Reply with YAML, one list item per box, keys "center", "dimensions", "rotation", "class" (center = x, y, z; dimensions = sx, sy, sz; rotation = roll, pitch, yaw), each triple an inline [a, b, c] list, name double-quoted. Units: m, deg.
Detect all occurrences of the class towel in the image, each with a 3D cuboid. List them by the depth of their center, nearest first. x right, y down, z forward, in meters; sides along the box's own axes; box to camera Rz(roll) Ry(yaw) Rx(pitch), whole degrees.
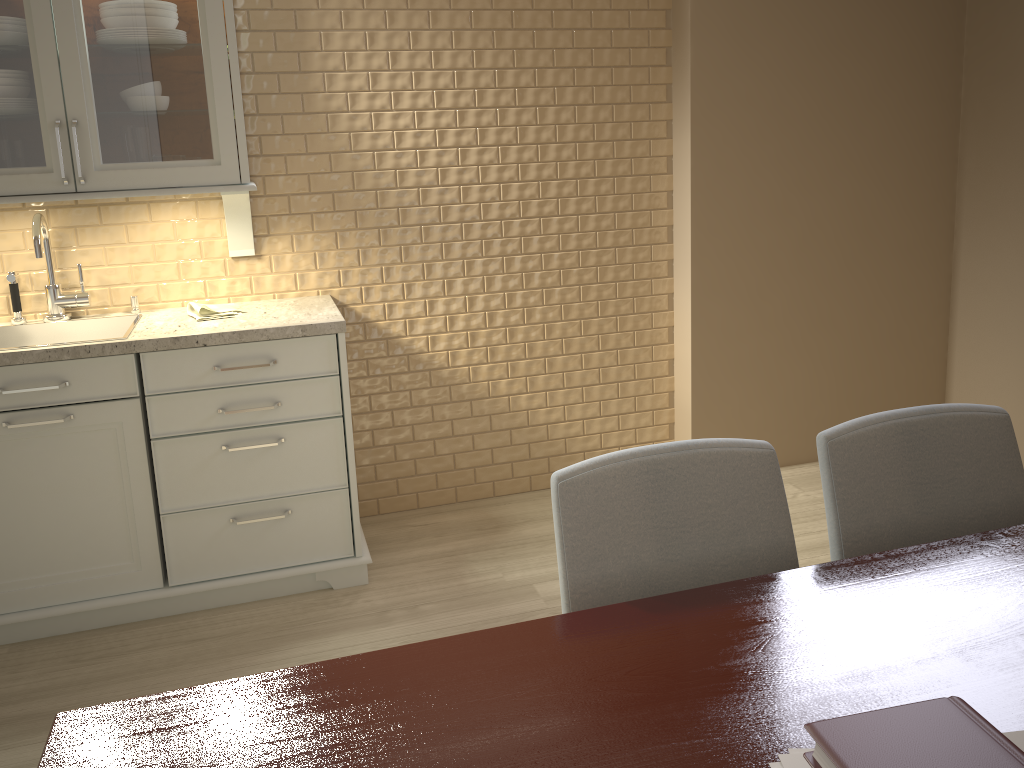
- center: [-0.899, -0.229, 2.707]
  dimensions: [0.165, 0.050, 0.173]
  rotation: [-11, 17, -29]
  class: "towel"

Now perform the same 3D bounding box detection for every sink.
- center: [-1.323, 0.056, 2.552]
  dimensions: [0.485, 0.409, 0.385]
  rotation: [-6, 14, -16]
  class: "sink"

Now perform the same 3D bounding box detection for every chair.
- center: [0.316, 0.551, 1.213]
  dimensions: [0.400, 0.816, 0.512]
  rotation: [-6, 13, -15]
  class: "chair"
- center: [0.753, 0.499, 1.336]
  dimensions: [0.400, 0.816, 0.512]
  rotation: [-6, 13, -15]
  class: "chair"

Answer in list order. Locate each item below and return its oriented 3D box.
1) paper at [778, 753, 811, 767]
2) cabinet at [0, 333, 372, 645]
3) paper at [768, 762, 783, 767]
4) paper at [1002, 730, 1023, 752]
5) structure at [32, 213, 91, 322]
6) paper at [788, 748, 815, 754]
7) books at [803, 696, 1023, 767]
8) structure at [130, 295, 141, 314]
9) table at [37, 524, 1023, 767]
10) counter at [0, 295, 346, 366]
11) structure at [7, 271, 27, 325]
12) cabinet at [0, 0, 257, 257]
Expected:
- center: [0.374, 0.403, 0.742]
  dimensions: [0.210, 0.001, 0.295]
  rotation: [-3, 15, -1]
  class: "paper"
- center: [-1.586, 0.275, 2.602]
  dimensions: [2.223, 0.782, 0.646]
  rotation: [-7, 13, -16]
  class: "cabinet"
- center: [0.374, 0.405, 0.742]
  dimensions: [0.210, 0.001, 0.295]
  rotation: [-4, 15, -6]
  class: "paper"
- center: [0.616, 0.388, 0.774]
  dimensions: [0.210, 0.001, 0.295]
  rotation: [-4, 15, -6]
  class: "paper"
- center: [-1.373, -0.343, 2.640]
  dimensions: [0.142, 0.332, 0.214]
  rotation: [-4, 12, -6]
  class: "structure"
- center: [0.374, 0.404, 0.742]
  dimensions: [0.210, 0.001, 0.295]
  rotation: [-1, 15, 4]
  class: "paper"
- center: [0.355, 0.330, 0.713]
  dimensions: [0.165, 0.032, 0.185]
  rotation: [-5, 15, -10]
  class: "books"
- center: [-1.195, -0.251, 2.803]
  dimensions: [0.029, 0.055, 0.029]
  rotation: [7, 15, 38]
  class: "structure"
- center: [0.442, 0.693, 0.956]
  dimensions: [1.762, 0.670, 0.762]
  rotation: [-7, 14, -16]
  class: "table"
- center: [-1.601, -0.103, 2.482]
  dimensions: [2.202, 0.034, 0.530]
  rotation: [-7, 16, -16]
  class: "counter"
- center: [-1.511, -0.263, 2.695]
  dimensions: [0.043, 0.160, 0.057]
  rotation: [-6, 12, -15]
  class: "structure"
- center: [-1.662, -0.815, 2.383]
  dimensions: [1.932, 1.097, 0.416]
  rotation: [-7, 12, -16]
  class: "cabinet"
